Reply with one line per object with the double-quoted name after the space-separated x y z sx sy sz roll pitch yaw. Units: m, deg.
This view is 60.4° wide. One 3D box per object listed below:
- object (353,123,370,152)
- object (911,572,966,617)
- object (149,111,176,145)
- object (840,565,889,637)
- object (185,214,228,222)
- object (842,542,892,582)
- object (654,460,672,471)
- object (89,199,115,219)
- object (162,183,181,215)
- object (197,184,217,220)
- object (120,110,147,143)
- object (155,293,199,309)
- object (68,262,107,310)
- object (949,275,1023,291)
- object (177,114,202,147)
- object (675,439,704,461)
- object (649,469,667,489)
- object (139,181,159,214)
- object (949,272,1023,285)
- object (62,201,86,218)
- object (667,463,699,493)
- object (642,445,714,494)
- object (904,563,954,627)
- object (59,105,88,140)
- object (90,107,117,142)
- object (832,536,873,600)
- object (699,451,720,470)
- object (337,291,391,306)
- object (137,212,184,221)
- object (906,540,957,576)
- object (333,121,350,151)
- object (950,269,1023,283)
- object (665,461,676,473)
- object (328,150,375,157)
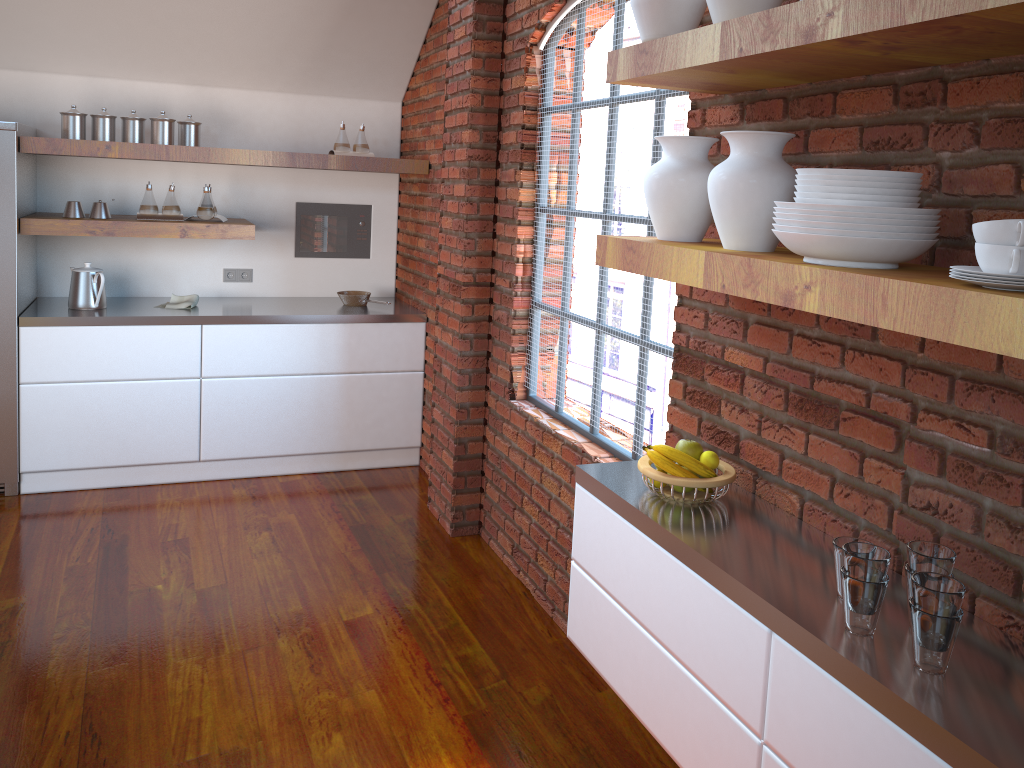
-0.847 -1.373 4.951 0.094 0.190 0.094 6 8 21 "object"
0.663 0.360 1.378 0.077 0.102 0.079 1 8 -10 "object"
-1.787 -1.309 4.500 0.127 0.175 0.130 -1 9 -27 "object"
0.593 0.370 1.492 0.078 0.102 0.079 4 8 8 "object"
-1.637 -0.894 4.723 0.195 0.032 0.228 0 13 -12 "object"
0.595 0.332 1.488 0.078 0.102 0.079 4 8 8 "object"
0.371 0.184 2.146 0.051 0.052 0.045 -3 11 -33 "object"
-2.099 -0.896 4.484 0.106 0.098 0.107 6 10 20 "object"
-1.789 -0.962 4.622 0.094 0.190 0.094 6 8 21 "object"
-1.633 -0.976 4.716 0.093 0.190 0.206 1 10 -13 "object"
-1.953 -1.326 4.538 0.127 0.175 0.130 -1 9 -27 "object"
-1.782 -0.444 4.689 0.204 0.061 0.199 3 12 0 "object"
-2.175 -0.505 4.492 0.302 0.235 0.183 4 8 9 "object"
0.711 -0.142 1.260 0.155 0.012 0.156 10 14 28 "object"
-1.717 -1.346 4.682 0.127 0.175 0.130 -1 9 -27 "object"
0.433 0.168 2.151 0.069 0.060 0.069 2 10 -5 "object"
0.358 0.231 2.145 0.046 0.045 0.056 5 10 11 "object"
-1.888 -0.958 4.578 0.093 0.189 0.095 2 7 -10 "object"
0.711 -0.146 1.259 0.155 0.012 0.156 10 14 28 "object"
-2.210 -0.883 4.441 0.106 0.080 0.108 4 10 7 "object"
0.410 0.226 2.113 0.077 0.065 0.077 5 10 11 "object"
0.390 0.209 2.080 0.177 0.093 0.065 6 8 15 "object"
0.712 0.371 1.512 0.078 0.102 0.079 4 8 8 "object"
-2.189 -1.305 4.393 0.127 0.175 0.130 -1 9 -27 "object"
-2.073 -1.315 4.464 0.127 0.175 0.130 -1 9 -27 "object"
0.625 0.345 1.616 0.078 0.102 0.078 9 10 38 "object"
0.476 0.184 2.120 0.047 0.045 0.055 6 10 19 "object"
-0.862 -0.474 5.013 0.195 0.073 0.353 -7 16 -40 "object"
-1.843 -0.878 4.607 0.223 0.032 0.198 -3 14 -23 "object"
0.714 0.333 1.508 0.078 0.102 0.079 4 8 8 "object"
-0.946 -1.369 4.907 0.093 0.189 0.095 2 7 -10 "object"
0.711 -0.151 1.259 0.155 0.012 0.156 10 14 28 "object"
0.399 0.208 2.186 0.075 0.075 0.073 11 12 42 "object"
-0.901 -1.289 4.937 0.223 0.032 0.198 -3 14 -23 "object"
